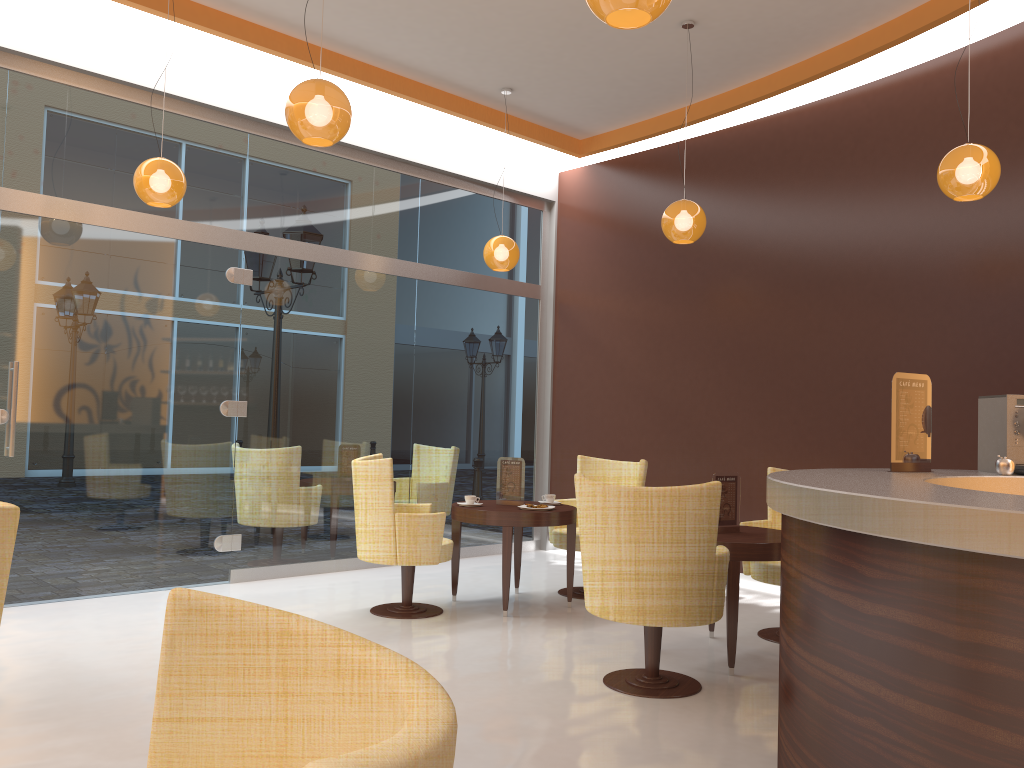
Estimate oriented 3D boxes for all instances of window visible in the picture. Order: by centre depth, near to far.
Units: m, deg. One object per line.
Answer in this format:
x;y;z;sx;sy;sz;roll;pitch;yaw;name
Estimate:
-2.650;-0.305;6.121;8.200;3.380;0.040;4;-3;-43;window

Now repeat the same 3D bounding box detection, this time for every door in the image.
-2.665;0.194;6.099;1.640;2.499;0.020;4;-3;-43;door

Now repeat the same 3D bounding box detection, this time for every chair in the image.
-0.419;0.771;0.829;0.685;1.017;0.729;3;-3;-26;chair
-1.702;0.798;2.306;0.729;1.017;0.685;-1;-3;43;chair
0.675;0.958;4.327;0.729;1.017;0.685;1;-3;25;chair
1.796;1.041;5.465;0.685;1.017;0.729;4;-3;-36;chair
-0.725;0.983;5.836;0.685;1.017;0.729;2;-3;-11;chair
0.638;1.060;6.670;0.685;1.017;0.729;4;-3;-40;chair

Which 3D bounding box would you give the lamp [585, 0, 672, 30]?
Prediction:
0.379;-1.866;2.750;0.299;1.500;0.299;1;-3;25;lamp

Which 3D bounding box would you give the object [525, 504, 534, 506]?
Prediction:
0.121;0.820;6.004;0.052;0.016;0.055;4;-4;-44;object

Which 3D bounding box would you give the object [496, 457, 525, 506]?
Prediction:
-0.009;0.683;6.227;0.209;0.335;0.042;1;-3;22;object

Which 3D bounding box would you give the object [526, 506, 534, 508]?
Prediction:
0.124;0.827;5.969;0.054;0.018;0.051;2;-3;4;object

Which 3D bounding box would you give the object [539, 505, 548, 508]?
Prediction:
0.215;0.830;6.002;0.052;0.018;0.055;3;-3;-19;object

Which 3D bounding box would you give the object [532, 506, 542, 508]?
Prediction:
0.168;0.827;5.955;0.055;0.014;0.053;0;-3;30;object

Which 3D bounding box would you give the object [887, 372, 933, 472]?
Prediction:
1.681;0.162;3.730;0.258;0.414;0.052;3;-3;-30;object

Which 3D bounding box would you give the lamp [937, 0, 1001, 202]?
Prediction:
2.409;-1.721;4.673;0.299;1.500;0.299;1;-3;25;lamp

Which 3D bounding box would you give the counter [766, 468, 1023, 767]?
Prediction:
1.608;0.872;2.683;1.586;1.100;2.917;2;-3;2;counter

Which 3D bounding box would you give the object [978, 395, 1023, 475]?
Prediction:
2.250;0.221;3.846;0.270;0.340;0.373;2;-3;2;object

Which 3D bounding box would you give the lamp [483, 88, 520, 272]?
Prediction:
-0.068;-1.679;7.285;0.299;1.500;0.299;1;-3;14;lamp

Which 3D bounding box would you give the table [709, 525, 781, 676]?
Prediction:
1.172;1.170;4.957;0.872;0.679;0.874;2;-3;3;table

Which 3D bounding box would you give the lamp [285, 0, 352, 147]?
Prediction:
-0.860;-1.845;4.056;0.299;1.500;0.299;3;-3;-33;lamp

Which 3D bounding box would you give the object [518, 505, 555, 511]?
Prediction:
0.166;0.837;5.995;0.234;0.020;0.234;1;-3;18;object

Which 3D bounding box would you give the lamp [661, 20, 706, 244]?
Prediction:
1.171;-1.700;5.979;0.299;1.500;0.299;1;-3;25;lamp

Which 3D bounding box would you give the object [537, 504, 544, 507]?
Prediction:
0.191;0.829;6.041;0.054;0.018;0.051;-1;-4;45;object

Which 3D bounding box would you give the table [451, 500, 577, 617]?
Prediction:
0.006;1.189;6.174;0.872;0.679;0.874;2;-3;3;table

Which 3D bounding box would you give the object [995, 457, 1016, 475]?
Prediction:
2.047;0.340;3.680;0.075;0.077;0.075;1;-3;15;object

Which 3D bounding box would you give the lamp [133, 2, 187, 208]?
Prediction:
-2.098;-1.824;5.362;0.299;1.500;0.299;1;-3;21;lamp

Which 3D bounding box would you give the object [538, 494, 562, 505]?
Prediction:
0.275;0.832;6.376;0.153;0.069;0.153;3;-3;-21;object

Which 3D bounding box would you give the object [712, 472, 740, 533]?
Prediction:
1.200;0.664;4.970;0.209;0.335;0.042;3;-3;-30;object

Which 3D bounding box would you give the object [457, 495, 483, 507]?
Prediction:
-0.287;0.802;6.076;0.153;0.069;0.153;4;-3;-43;object
